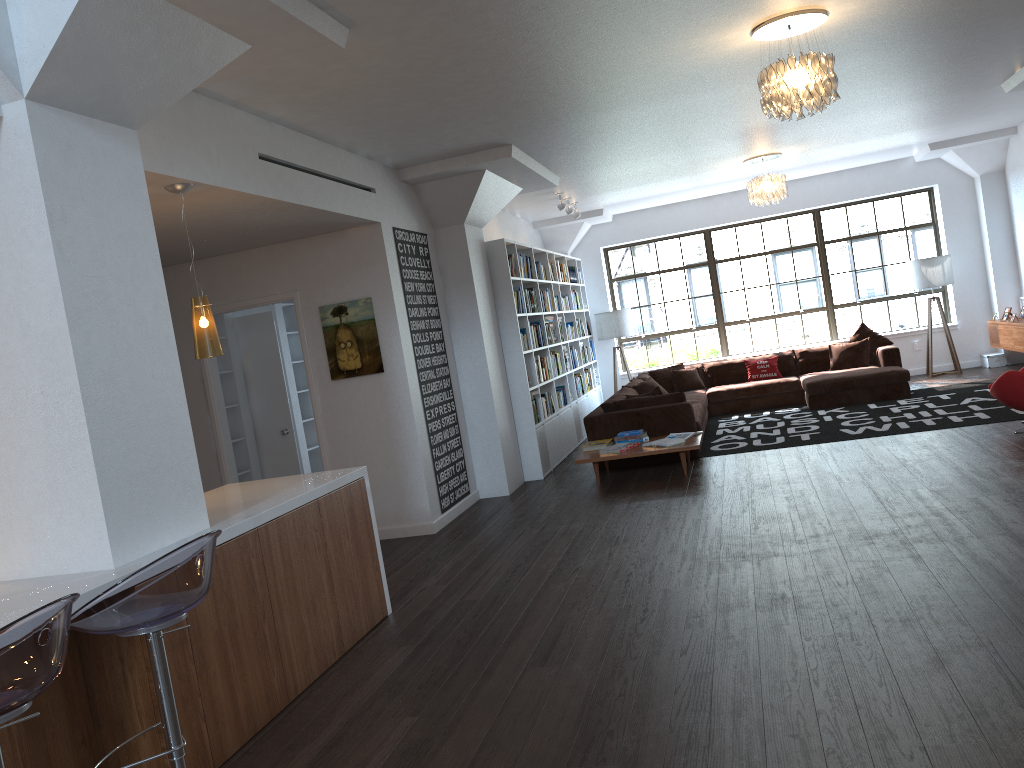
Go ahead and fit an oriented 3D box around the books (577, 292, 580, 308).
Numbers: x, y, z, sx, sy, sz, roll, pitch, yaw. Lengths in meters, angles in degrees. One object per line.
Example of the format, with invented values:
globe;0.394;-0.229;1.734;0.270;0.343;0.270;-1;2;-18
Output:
books;0.858;-1.155;12.537;0.183;0.253;0.034;-9;3;14

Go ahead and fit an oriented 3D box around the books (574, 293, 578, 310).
books;0.808;-1.128;12.324;0.174;0.240;0.045;-9;3;14

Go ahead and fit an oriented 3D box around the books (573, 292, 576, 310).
books;0.774;-1.121;12.172;0.183;0.253;0.034;-9;3;14

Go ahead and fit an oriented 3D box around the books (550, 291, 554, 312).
books;0.409;-0.981;10.690;0.159;0.250;0.026;-9;3;15

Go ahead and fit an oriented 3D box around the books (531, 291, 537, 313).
books;0.166;-0.886;9.756;0.174;0.240;0.054;-9;3;15

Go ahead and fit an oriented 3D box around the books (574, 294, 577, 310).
books;0.786;-1.125;12.203;0.183;0.253;0.034;-9;3;14

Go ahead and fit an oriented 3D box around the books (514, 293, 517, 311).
books;-0.032;-0.798;8.938;0.161;0.218;0.101;-9;3;15

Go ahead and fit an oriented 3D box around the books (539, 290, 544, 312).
books;0.257;-0.925;10.077;0.182;0.253;0.034;-9;3;15

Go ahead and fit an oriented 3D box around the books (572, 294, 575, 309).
books;0.765;-1.100;12.091;0.161;0.223;0.026;-9;3;14

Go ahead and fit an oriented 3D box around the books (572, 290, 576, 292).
books;0.824;-1.160;12.394;0.176;0.290;0.036;-9;3;14

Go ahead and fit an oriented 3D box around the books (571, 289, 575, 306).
books;0.760;-1.136;12.130;0.176;0.290;0.053;-9;3;14

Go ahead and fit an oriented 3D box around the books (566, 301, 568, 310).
books;0.663;-1.040;11.692;0.128;0.178;0.022;-9;3;15

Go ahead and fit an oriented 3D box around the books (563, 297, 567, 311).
books;0.643;-1.037;11.648;0.134;0.184;0.030;-9;3;15

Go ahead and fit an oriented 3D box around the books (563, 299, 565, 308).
books;0.626;-1.018;11.497;0.107;0.167;0.017;-9;3;15

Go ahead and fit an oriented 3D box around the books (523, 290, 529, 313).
books;0.075;-0.860;9.417;0.183;0.253;0.042;-9;3;15

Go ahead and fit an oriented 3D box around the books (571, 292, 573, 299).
books;0.726;-1.121;12.025;0.198;0.284;0.066;-9;3;14

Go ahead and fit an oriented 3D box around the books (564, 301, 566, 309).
books;0.633;-1.021;11.548;0.120;0.167;0.020;-9;3;15

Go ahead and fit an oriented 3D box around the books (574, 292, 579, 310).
books;0.827;-1.140;12.359;0.183;0.253;0.034;-9;3;14

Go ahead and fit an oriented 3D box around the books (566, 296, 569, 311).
books;0.670;-1.053;11.745;0.136;0.196;0.045;-9;3;15

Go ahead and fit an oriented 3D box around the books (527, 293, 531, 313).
books;0.102;-0.869;9.540;0.160;0.251;0.039;-9;3;15

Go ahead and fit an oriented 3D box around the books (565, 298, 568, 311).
books;0.656;-1.037;11.672;0.128;0.178;0.021;-9;3;15

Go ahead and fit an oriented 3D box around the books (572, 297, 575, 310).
books;0.754;-1.111;12.066;0.160;0.250;0.026;-9;3;14

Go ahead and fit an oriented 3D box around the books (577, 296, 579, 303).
books;0.854;-1.150;12.481;0.160;0.250;0.026;-9;3;14

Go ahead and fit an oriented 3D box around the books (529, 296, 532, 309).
books;0.124;-0.863;9.614;0.161;0.223;0.033;-9;3;15

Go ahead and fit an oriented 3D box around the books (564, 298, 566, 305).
books;0.638;-1.032;11.623;0.128;0.178;0.022;-9;3;15

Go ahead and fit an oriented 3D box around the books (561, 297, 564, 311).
books;0.575;-1.018;11.338;0.146;0.202;0.027;-9;3;15

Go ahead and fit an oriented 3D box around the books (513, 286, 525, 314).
books;0.027;-0.856;9.148;0.176;0.290;0.053;-9;3;15

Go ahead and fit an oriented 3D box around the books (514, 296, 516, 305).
books;-0.043;-0.774;8.863;0.161;0.182;0.170;-9;3;15

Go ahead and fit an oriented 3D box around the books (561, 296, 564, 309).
books;0.588;-1.018;11.397;0.139;0.191;0.036;-9;3;15

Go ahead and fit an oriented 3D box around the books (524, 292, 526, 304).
books;0.053;-0.842;9.331;0.174;0.236;0.142;-9;3;15

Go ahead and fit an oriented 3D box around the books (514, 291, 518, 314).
books;-0.022;-0.808;8.966;0.152;0.232;0.104;-9;3;15

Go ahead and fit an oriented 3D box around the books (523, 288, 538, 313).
books;0.173;-0.916;9.870;0.198;0.284;0.049;-9;3;15

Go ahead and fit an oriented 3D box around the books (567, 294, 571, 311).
books;0.694;-1.079;11.871;0.158;0.226;0.052;-9;3;15

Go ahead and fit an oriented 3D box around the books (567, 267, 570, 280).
books;0.694;-1.465;12.059;0.161;0.223;0.032;-9;3;15

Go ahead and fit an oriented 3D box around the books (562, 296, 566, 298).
books;0.660;-1.051;11.713;0.127;0.200;0.020;-9;3;15

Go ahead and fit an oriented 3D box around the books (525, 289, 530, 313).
books;0.089;-0.870;9.502;0.180;0.259;0.042;-9;3;15

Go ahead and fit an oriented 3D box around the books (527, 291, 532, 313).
books;0.115;-0.871;9.578;0.171;0.246;0.039;-9;3;15

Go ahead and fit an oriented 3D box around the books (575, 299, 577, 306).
books;0.809;-1.118;12.289;0.161;0.223;0.027;-9;3;14

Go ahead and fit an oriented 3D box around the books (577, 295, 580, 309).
books;0.861;-1.138;12.507;0.161;0.223;0.027;-9;3;14

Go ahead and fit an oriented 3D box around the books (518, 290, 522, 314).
books;0.003;-0.824;9.077;0.174;0.242;0.105;-9;3;15

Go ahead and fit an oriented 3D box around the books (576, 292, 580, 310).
books;0.839;-1.149;12.441;0.180;0.259;0.060;-9;3;14

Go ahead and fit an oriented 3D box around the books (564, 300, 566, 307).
books;0.645;-1.018;11.584;0.110;0.153;0.019;-9;3;15

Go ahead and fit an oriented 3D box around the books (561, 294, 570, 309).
books;0.685;-1.077;11.823;0.140;0.231;0.042;-9;3;15

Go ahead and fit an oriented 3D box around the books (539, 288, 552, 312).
books;0.363;-0.987;10.561;0.176;0.290;0.053;-9;3;15

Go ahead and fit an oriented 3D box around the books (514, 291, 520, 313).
books;-0.012;-0.813;8.996;0.172;0.235;0.112;-9;3;15

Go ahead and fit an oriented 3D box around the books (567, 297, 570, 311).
books;0.682;-1.054;11.784;0.139;0.191;0.036;-9;3;15

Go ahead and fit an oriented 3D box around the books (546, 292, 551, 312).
books;0.354;-0.956;10.487;0.174;0.239;0.045;-9;3;15

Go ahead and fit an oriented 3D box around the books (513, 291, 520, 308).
books;-0.012;-0.818;9.040;0.172;0.239;0.093;-9;3;15

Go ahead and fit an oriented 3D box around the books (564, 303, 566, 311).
books;0.633;-1.017;11.521;0.106;0.162;0.032;-9;3;15

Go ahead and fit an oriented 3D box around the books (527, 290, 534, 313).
books;0.128;-0.881;9.649;0.183;0.253;0.042;-9;3;15

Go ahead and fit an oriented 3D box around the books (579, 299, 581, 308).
books;0.889;-1.148;12.607;0.161;0.223;0.026;-9;3;14

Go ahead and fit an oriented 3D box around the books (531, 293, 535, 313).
books;0.154;-0.872;9.682;0.161;0.223;0.032;-9;3;15

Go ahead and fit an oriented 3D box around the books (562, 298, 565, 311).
books;0.605;-1.014;11.451;0.126;0.173;0.032;-9;3;15

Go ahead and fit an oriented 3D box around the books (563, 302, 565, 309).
books;0.612;-1.015;11.478;0.122;0.169;0.023;-9;3;15

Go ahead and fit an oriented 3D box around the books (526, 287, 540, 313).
books;0.201;-0.926;9.915;0.176;0.291;0.053;-9;3;15

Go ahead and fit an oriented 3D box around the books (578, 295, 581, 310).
books;0.869;-1.152;12.575;0.174;0.240;0.045;-9;3;14
